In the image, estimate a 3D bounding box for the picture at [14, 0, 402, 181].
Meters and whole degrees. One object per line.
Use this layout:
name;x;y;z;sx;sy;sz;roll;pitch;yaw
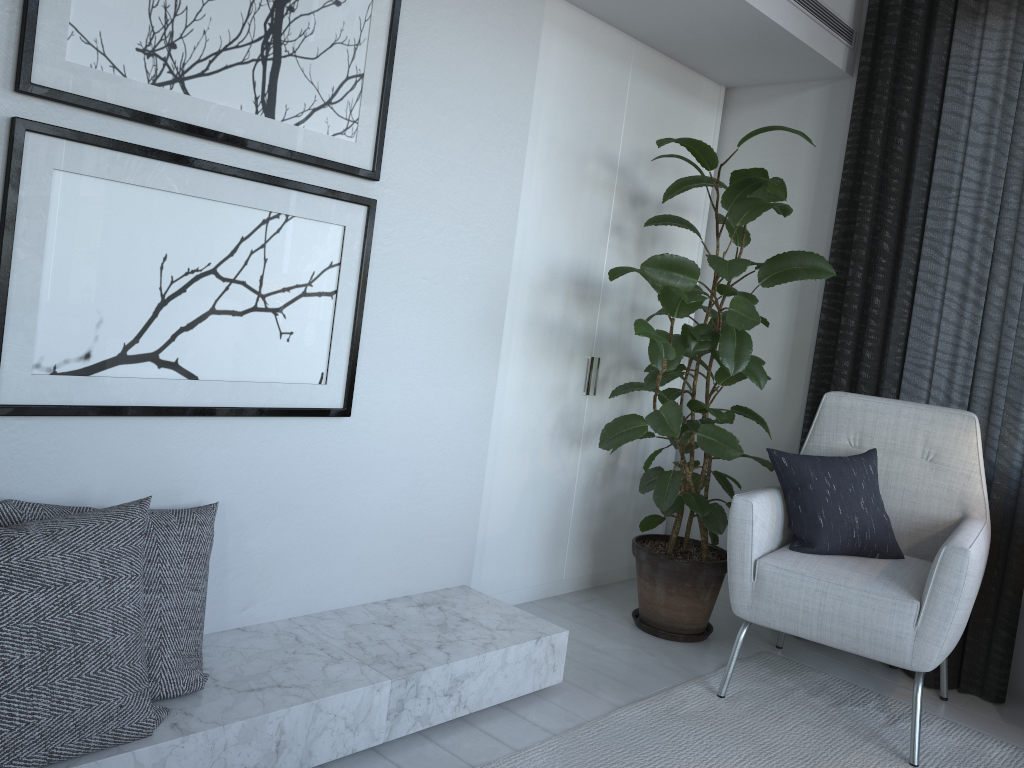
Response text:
picture;-0.555;-0.752;1.808;0.020;0.522;0.790;9;4;43

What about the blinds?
blinds;2.222;-0.583;1.871;3.223;3.272;0.188;10;4;42

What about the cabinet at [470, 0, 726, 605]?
cabinet;0.230;-0.222;3.033;0.192;1.892;1.170;9;3;43

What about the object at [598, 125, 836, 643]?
object;0.572;-0.003;2.709;0.639;1.587;0.938;7;3;-2

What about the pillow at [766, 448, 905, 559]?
pillow;0.908;0.325;2.484;0.356;0.295;0.253;6;3;-21

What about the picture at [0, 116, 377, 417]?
picture;-0.627;-0.192;1.830;0.020;0.522;0.790;9;4;43

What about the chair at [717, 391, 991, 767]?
chair;0.959;0.454;2.433;0.595;0.822;0.612;9;4;33

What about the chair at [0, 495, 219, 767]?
chair;-0.980;0.372;1.282;0.392;0.430;1.334;10;5;43
